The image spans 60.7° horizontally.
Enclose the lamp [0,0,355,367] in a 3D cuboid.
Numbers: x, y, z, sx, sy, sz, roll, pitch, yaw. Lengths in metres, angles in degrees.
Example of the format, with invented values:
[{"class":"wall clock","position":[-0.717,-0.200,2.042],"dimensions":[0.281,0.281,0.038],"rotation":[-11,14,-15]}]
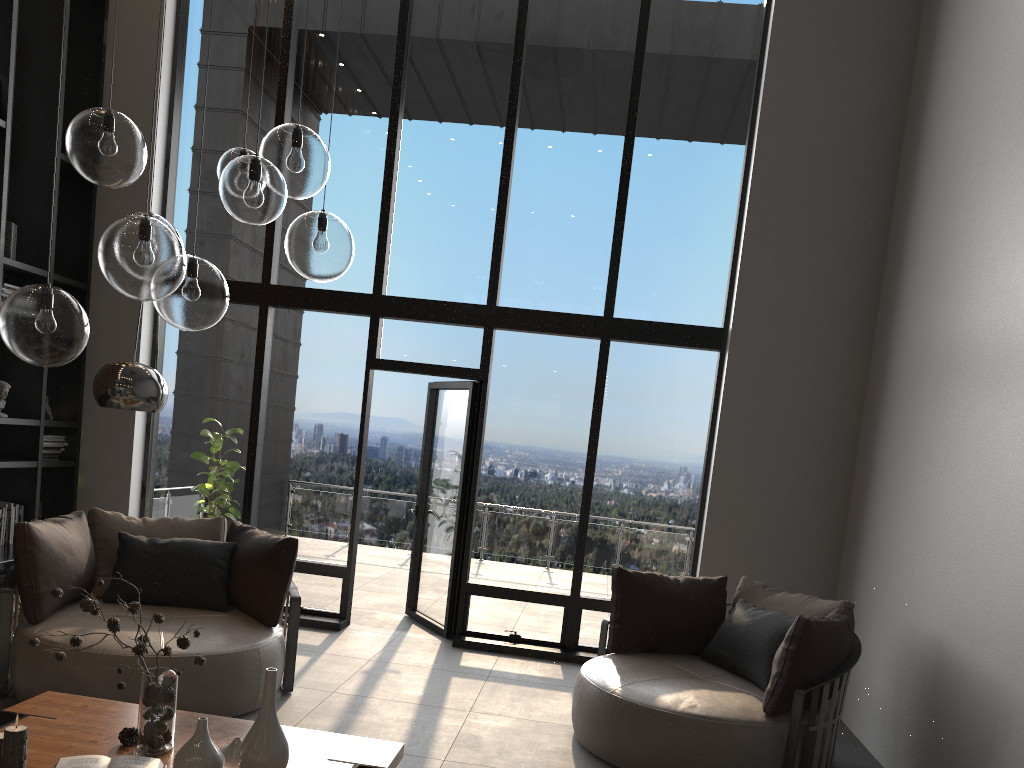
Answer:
[{"class":"lamp","position":[-0.792,-2.496,2.624],"dimensions":[1.230,5.051,1.216],"rotation":[7,5,3]}]

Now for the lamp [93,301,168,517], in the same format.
[{"class":"lamp","position":[-2.056,0.478,4.880],"dimensions":[0.321,2.356,2.010],"rotation":[5,2,-17]}]

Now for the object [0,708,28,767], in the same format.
[{"class":"object","position":[-1.562,1.095,2.691],"dimensions":[0.152,0.213,0.077],"rotation":[7,4,16]}]

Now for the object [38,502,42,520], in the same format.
[{"class":"object","position":[-3.489,1.002,6.430],"dimensions":[0.081,0.269,0.081],"rotation":[9,5,27]}]

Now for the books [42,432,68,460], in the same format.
[{"class":"books","position":[-3.466,0.453,6.407],"dimensions":[0.217,0.192,0.373],"rotation":[6,-2,7]}]

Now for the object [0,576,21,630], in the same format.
[{"class":"object","position":[-3.441,1.316,4.661],"dimensions":[0.434,0.392,4.034],"rotation":[6,-4,8]}]

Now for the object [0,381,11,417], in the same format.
[{"class":"object","position":[-3.476,0.098,5.910],"dimensions":[0.138,0.247,0.134],"rotation":[3,4,-43]}]

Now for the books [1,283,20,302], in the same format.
[{"class":"books","position":[-3.396,-0.593,5.857],"dimensions":[0.218,0.129,0.322],"rotation":[6,-3,6]}]

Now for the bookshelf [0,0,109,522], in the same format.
[{"class":"bookshelf","position":[-3.301,-1.565,5.748],"dimensions":[0.337,5.373,1.443],"rotation":[7,5,6]}]

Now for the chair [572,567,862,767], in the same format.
[{"class":"chair","position":[1.095,1.544,4.756],"dimensions":[1.433,0.907,1.486],"rotation":[6,-2,23]}]

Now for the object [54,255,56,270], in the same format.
[{"class":"object","position":[-3.347,-0.885,6.276],"dimensions":[0.141,0.220,0.139],"rotation":[6,3,-3]}]

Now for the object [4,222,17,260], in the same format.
[{"class":"object","position":[-3.364,-0.938,5.818],"dimensions":[0.105,0.262,0.102],"rotation":[5,4,-14]}]

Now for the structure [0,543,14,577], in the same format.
[{"class":"structure","position":[-3.731,1.138,3.491],"dimensions":[0.665,0.461,6.522],"rotation":[6,-4,7]}]

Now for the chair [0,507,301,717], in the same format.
[{"class":"chair","position":[-1.929,1.206,4.772],"dimensions":[1.467,0.908,1.452],"rotation":[5,-2,33]}]

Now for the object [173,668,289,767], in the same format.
[{"class":"object","position":[-0.857,1.084,2.768],"dimensions":[0.313,0.402,0.320],"rotation":[7,2,25]}]

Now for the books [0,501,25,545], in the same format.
[{"class":"books","position":[-3.562,0.959,6.057],"dimensions":[0.174,0.290,0.331],"rotation":[7,0,6]}]

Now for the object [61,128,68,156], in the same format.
[{"class":"object","position":[-3.211,-1.703,6.296],"dimensions":[0.102,0.232,0.100],"rotation":[6,4,-9]}]

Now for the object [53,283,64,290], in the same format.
[{"class":"object","position":[-3.299,-0.601,6.330],"dimensions":[0.059,0.235,0.187],"rotation":[7,2,9]}]

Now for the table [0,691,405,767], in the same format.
[{"class":"table","position":[-1.194,1.439,2.984],"dimensions":[1.449,0.358,0.896],"rotation":[6,-3,6]}]

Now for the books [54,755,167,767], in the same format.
[{"class":"books","position":[-1.268,1.217,2.729],"dimensions":[0.344,0.040,0.230],"rotation":[8,-4,-17]}]

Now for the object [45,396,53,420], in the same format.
[{"class":"object","position":[-3.463,0.115,6.390],"dimensions":[0.131,0.283,0.250],"rotation":[6,1,-2]}]

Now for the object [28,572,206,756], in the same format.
[{"class":"object","position":[-1.330,0.943,2.954],"dimensions":[0.545,0.609,0.312],"rotation":[6,3,-23]}]
